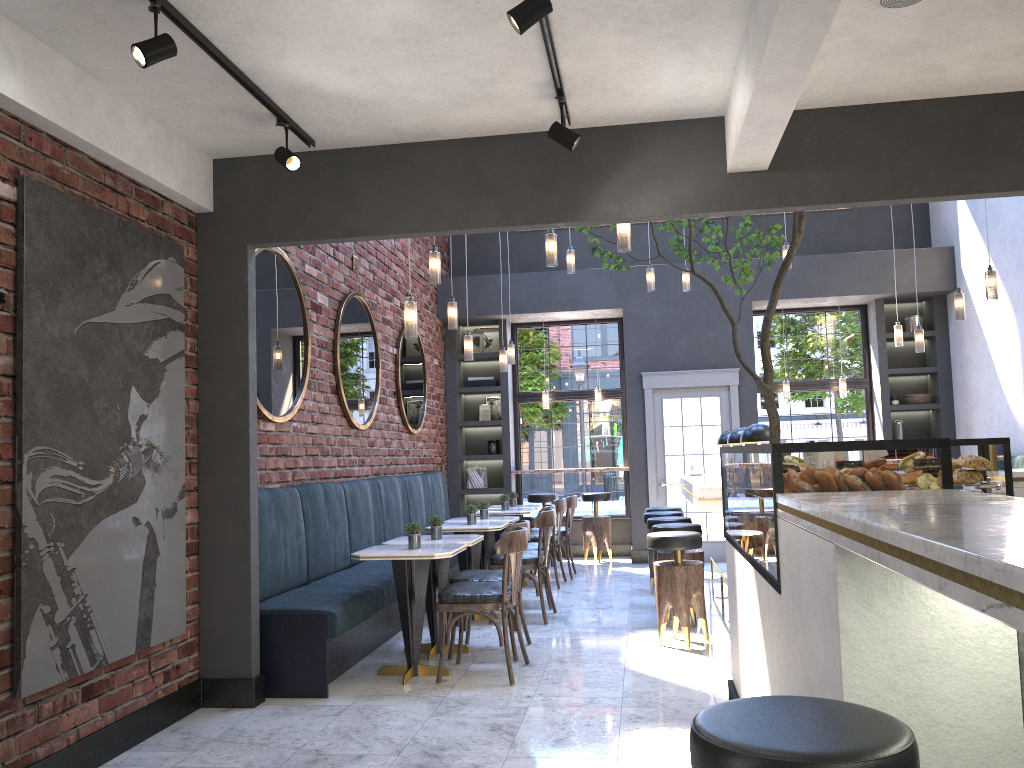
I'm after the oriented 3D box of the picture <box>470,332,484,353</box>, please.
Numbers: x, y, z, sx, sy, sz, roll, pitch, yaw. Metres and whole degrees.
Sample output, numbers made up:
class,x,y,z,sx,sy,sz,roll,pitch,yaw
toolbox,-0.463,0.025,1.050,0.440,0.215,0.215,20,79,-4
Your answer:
class,x,y,z,sx,sy,sz,roll,pitch,yaw
picture,-0.480,-0.519,11.462,0.230,0.313,0.061,-2,-4,8

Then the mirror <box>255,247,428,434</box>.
class,x,y,z,sx,sy,sz,roll,pitch,yaw
mirror,-1.321,-0.358,7.691,0.036,1.509,4.776,-2,-5,8

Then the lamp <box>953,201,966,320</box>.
class,x,y,z,sx,sy,sz,roll,pitch,yaw
lamp,3.637,-2.576,7.463,0.078,4.102,0.078,0,-5,-29

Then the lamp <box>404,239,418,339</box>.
class,x,y,z,sx,sy,sz,roll,pitch,yaw
lamp,-0.676,-2.325,5.526,0.078,4.102,0.078,-1,-4,-7

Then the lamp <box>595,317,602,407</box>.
class,x,y,z,sx,sy,sz,roll,pitch,yaw
lamp,1.054,-0.428,11.082,0.078,1.428,0.078,0,-5,-29

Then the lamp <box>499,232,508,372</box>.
class,x,y,z,sx,sy,sz,roll,pitch,yaw
lamp,-0.149,-2.169,9.159,0.078,4.102,0.078,-1,-4,-7

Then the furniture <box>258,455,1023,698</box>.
class,x,y,z,sx,sy,sz,roll,pitch,yaw
furniture,1.683,1.247,7.189,6.021,1.150,5.344,-3,-5,8

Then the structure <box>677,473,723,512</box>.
class,x,y,z,sx,sy,sz,roll,pitch,yaw
structure,1.935,1.292,7.217,0.990,1.049,3.492,-2,-5,8

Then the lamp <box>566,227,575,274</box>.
class,x,y,z,sx,sy,sz,roll,pitch,yaw
lamp,0.505,-3.114,8.688,0.078,4.102,0.078,-1,-4,-7

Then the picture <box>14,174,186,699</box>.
class,x,y,z,sx,sy,sz,roll,pitch,yaw
picture,-1.931,0.169,3.253,0.033,2.026,2.823,-2,-5,8

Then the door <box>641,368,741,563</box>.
class,x,y,z,sx,sy,sz,roll,pitch,yaw
door,2.116,0.953,10.301,1.132,2.217,0.152,-2,-4,8

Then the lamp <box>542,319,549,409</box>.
class,x,y,z,sx,sy,sz,roll,pitch,yaw
lamp,0.405,-0.400,11.176,0.078,1.428,0.078,-5,-5,38

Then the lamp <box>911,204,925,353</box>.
class,x,y,z,sx,sy,sz,roll,pitch,yaw
lamp,3.803,-2.346,8.550,0.078,4.102,0.078,-1,-4,-7

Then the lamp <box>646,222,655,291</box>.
class,x,y,z,sx,sy,sz,roll,pitch,yaw
lamp,1.314,-2.971,8.943,0.078,4.102,0.078,-1,-4,-7

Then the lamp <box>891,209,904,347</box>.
class,x,y,z,sx,sy,sz,roll,pitch,yaw
lamp,3.895,-2.428,9.215,0.078,4.102,0.078,-1,-4,-7

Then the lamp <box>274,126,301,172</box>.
class,x,y,z,sx,sy,sz,roll,pitch,yaw
lamp,-1.108,-1.155,4.379,0.087,0.235,0.157,2,-6,-41

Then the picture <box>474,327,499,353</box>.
class,x,y,z,sx,sy,sz,roll,pitch,yaw
picture,-0.313,-0.548,11.475,0.361,0.369,0.055,-2,-4,8

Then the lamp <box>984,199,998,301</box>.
class,x,y,z,sx,sy,sz,roll,pitch,yaw
lamp,3.539,-2.675,6.803,0.078,4.102,0.078,0,-5,-29

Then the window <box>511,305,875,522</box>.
class,x,y,z,sx,sy,sz,roll,pitch,yaw
window,1.262,-1.470,5.141,6.406,5.361,12.718,-2,-5,8

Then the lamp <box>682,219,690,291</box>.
class,x,y,z,sx,sy,sz,roll,pitch,yaw
lamp,1.778,-3.031,9.515,0.078,4.102,0.078,-1,-4,-7

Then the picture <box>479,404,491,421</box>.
class,x,y,z,sx,sy,sz,roll,pitch,yaw
picture,-0.347,0.374,11.401,0.161,0.227,0.049,-2,-4,9

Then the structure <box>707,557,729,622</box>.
class,x,y,z,sx,sy,sz,roll,pitch,yaw
structure,1.948,1.710,7.187,0.496,0.210,3.500,-3,-5,8

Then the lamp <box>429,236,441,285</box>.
class,x,y,z,sx,sy,sz,roll,pitch,yaw
lamp,-0.592,-2.734,6.235,0.078,4.102,0.078,-1,-4,-7

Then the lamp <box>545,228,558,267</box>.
class,x,y,z,sx,sy,sz,roll,pitch,yaw
lamp,0.212,-2.868,6.310,0.078,4.102,0.078,-5,-5,38

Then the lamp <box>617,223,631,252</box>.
class,x,y,z,sx,sy,sz,roll,pitch,yaw
lamp,0.597,-2.830,5.373,0.078,4.102,0.078,-5,-5,38

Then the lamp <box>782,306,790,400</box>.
class,x,y,z,sx,sy,sz,roll,pitch,yaw
lamp,3.297,-0.527,10.760,0.078,1.428,0.078,0,-5,-29

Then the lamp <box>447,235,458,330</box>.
class,x,y,z,sx,sy,sz,roll,pitch,yaw
lamp,-0.548,-2.495,7.390,0.078,4.102,0.078,-3,-4,15

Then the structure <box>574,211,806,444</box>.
class,x,y,z,sx,sy,sz,roll,pitch,yaw
structure,1.743,-1.239,6.429,2.807,5.984,3.746,2,-5,-38

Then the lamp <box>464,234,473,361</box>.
class,x,y,z,sx,sy,sz,roll,pitch,yaw
lamp,-0.448,-2.253,8.012,0.078,4.102,0.078,-3,-4,15

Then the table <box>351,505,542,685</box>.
class,x,y,z,sx,sy,sz,roll,pitch,yaw
table,1.681,1.443,7.132,4.599,0.750,4.833,-3,-5,8

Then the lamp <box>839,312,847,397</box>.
class,x,y,z,sx,sy,sz,roll,pitch,yaw
lamp,3.947,-0.555,10.667,0.078,1.428,0.078,-5,-5,38

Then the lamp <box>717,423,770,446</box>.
class,x,y,z,sx,sy,sz,roll,pitch,yaw
lamp,0.718,-1.097,3.951,4.182,3.254,8.842,-1,-5,-9

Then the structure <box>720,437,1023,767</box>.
class,x,y,z,sx,sy,sz,roll,pitch,yaw
structure,2.231,0.674,1.324,3.205,1.299,5.809,-3,-5,8

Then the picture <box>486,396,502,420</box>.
class,x,y,z,sx,sy,sz,roll,pitch,yaw
picture,-0.217,0.321,11.412,0.247,0.326,0.044,-2,-4,8

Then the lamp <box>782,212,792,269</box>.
class,x,y,z,sx,sy,sz,roll,pitch,yaw
lamp,2.629,-3.177,8.819,0.078,4.102,0.078,-1,-4,-7
